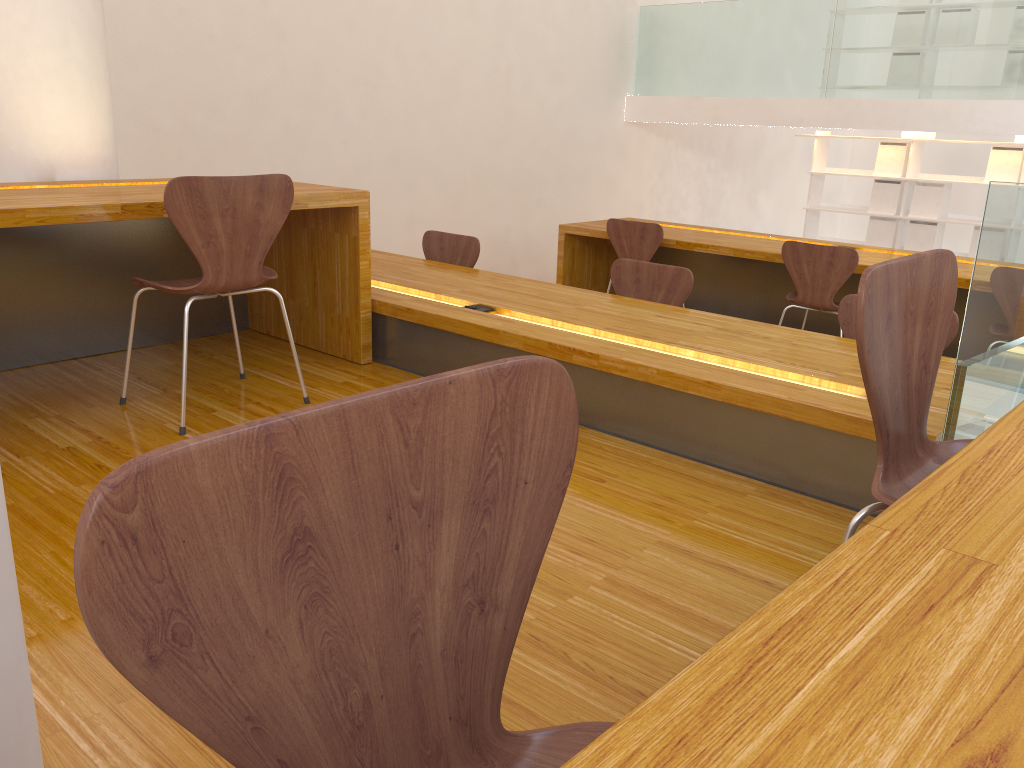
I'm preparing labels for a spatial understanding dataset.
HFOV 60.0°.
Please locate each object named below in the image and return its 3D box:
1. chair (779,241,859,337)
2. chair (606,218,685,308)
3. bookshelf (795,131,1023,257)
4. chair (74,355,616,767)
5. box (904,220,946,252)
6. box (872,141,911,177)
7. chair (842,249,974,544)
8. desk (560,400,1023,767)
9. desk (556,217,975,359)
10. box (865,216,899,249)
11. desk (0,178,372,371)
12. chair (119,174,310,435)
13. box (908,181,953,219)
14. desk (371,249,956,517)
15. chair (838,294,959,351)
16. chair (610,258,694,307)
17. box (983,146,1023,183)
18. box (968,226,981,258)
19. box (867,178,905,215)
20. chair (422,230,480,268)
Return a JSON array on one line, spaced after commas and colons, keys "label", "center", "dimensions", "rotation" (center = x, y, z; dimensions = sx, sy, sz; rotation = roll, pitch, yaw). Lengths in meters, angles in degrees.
[{"label": "chair", "center": [1.602, -0.384, 4.540], "dimensions": [0.428, 0.693, 0.381], "rotation": [16, 22, 40]}, {"label": "chair", "center": [0.800, -0.633, 5.280], "dimensions": [0.428, 0.693, 0.381], "rotation": [16, 22, 40]}, {"label": "bookshelf", "center": [3.848, -1.209, 7.644], "dimensions": [2.984, 1.836, 0.498], "rotation": [16, 22, 40]}, {"label": "chair", "center": [0.029, 0.376, 0.553], "dimensions": [0.381, 0.693, 0.428], "rotation": [16, 22, 40]}, {"label": "box", "center": [3.664, -1.304, 7.888], "dimensions": [0.245, 0.296, 0.274], "rotation": [16, 22, 40]}, {"label": "box", "center": [3.417, -2.011, 7.930], "dimensions": [0.245, 0.296, 0.274], "rotation": [16, 22, 40]}, {"label": "chair", "center": [0.682, 0.189, 1.248], "dimensions": [0.381, 0.693, 0.428], "rotation": [16, 22, 40]}, {"label": "desk", "center": [0.680, 0.500, 0.058], "dimensions": [1.527, 0.785, 3.243], "rotation": [16, 22, 40]}, {"label": "desk", "center": [1.907, -0.335, 5.122], "dimensions": [3.236, 0.918, 1.285], "rotation": [16, 22, 40]}, {"label": "box", "center": [3.403, -1.380, 8.113], "dimensions": [0.245, 0.296, 0.274], "rotation": [16, 22, 40]}, {"label": "desk", "center": [-1.843, -0.143, 2.207], "dimensions": [0.760, 0.606, 3.185], "rotation": [16, 22, 40]}, {"label": "chair", "center": [-0.890, -0.270, 2.602], "dimensions": [0.381, 0.693, 0.428], "rotation": [16, 22, 40]}, {"label": "box", "center": [3.674, -1.618, 7.794], "dimensions": [0.245, 0.296, 0.274], "rotation": [16, 22, 40]}, {"label": "desk", "center": [-0.008, -0.016, 3.304], "dimensions": [3.185, 0.606, 0.760], "rotation": [16, 22, 40]}, {"label": "chair", "center": [1.158, 0.089, 2.918], "dimensions": [0.428, 0.693, 0.381], "rotation": [16, 22, 40]}, {"label": "chair", "center": [0.440, -0.121, 3.537], "dimensions": [0.428, 0.693, 0.381], "rotation": [16, 22, 40]}, {"label": "box", "center": [4.097, -1.813, 7.341], "dimensions": [0.245, 0.296, 0.274], "rotation": [16, 22, 40]}, {"label": "box", "center": [4.062, -1.188, 7.546], "dimensions": [0.245, 0.296, 0.274], "rotation": [16, 22, 40]}, {"label": "box", "center": [3.407, -1.697, 8.024], "dimensions": [0.245, 0.296, 0.274], "rotation": [16, 22, 40]}, {"label": "chair", "center": [-0.414, -0.356, 4.222], "dimensions": [0.428, 0.693, 0.381], "rotation": [16, 22, 40]}]
